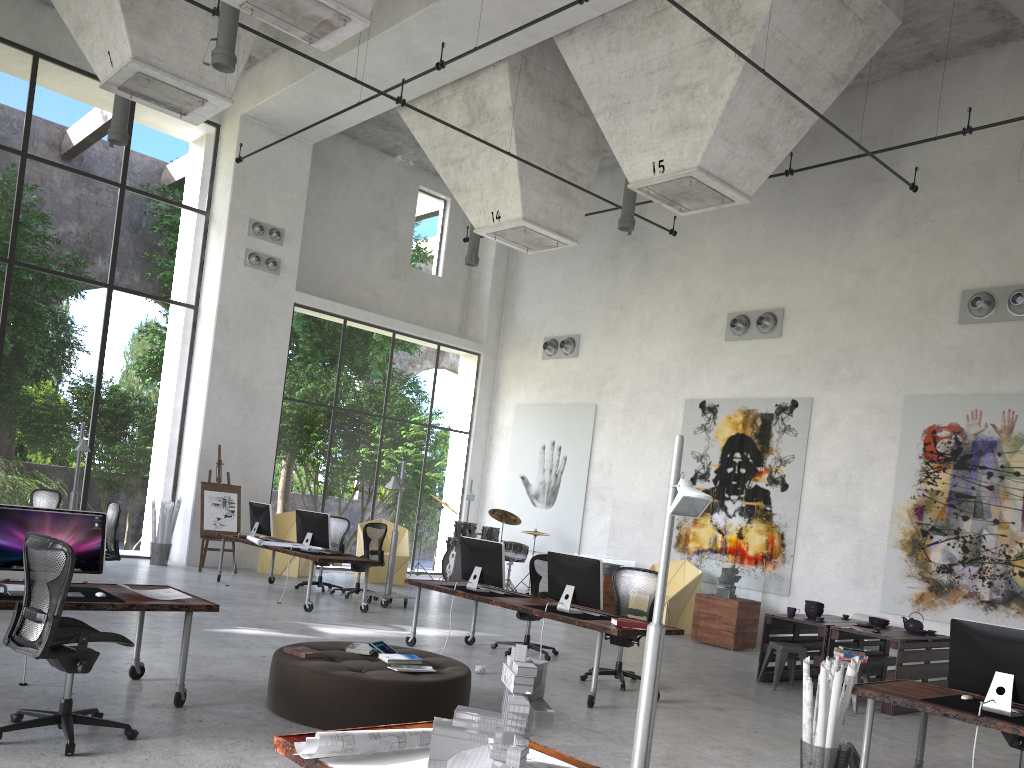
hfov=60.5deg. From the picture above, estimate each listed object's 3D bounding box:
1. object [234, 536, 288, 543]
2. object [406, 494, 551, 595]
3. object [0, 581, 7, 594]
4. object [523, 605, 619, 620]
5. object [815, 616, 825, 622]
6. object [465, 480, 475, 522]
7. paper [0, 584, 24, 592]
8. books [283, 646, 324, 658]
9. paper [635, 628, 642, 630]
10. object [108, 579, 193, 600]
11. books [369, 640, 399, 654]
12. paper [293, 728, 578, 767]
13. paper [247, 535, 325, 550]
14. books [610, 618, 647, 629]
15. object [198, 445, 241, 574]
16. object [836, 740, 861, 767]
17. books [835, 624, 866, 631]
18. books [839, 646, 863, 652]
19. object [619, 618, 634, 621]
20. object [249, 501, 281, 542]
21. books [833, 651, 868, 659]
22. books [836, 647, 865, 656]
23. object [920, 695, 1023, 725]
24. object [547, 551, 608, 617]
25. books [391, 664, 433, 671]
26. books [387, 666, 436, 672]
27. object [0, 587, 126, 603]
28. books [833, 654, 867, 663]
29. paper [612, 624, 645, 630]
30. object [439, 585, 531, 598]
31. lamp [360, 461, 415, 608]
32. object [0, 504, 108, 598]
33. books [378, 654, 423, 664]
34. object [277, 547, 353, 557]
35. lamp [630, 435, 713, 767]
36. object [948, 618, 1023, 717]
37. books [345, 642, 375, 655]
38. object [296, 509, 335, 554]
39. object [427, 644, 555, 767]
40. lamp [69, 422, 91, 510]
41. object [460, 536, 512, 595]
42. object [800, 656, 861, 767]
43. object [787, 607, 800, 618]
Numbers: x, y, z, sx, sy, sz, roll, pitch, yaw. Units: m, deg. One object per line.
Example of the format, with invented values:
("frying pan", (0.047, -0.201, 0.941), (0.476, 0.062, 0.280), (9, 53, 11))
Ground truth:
("object", (-3.770, 2.367, 13.308), (0.696, 0.008, 0.846), (14, -10, -40))
("object", (-0.551, 3.121, 16.970), (2.955, 1.738, 1.905), (3, -6, 32))
("object", (-3.184, 1.261, 5.409), (0.123, 0.100, 0.088), (8, -4, -13))
("object", (0.619, 2.209, 8.469), (0.696, 0.008, 0.846), (14, -10, -40))
("object", (3.483, 2.656, 9.909), (0.116, 0.056, 0.139), (3, -8, 33))
("object", (-0.974, 3.076, 18.441), (0.581, 2.148, 0.596), (7, -1, -7))
("paper", (-3.325, 1.346, 5.787), (0.489, 0.001, 0.428), (12, -9, -31))
("books", (-1.538, 1.978, 6.480), (0.253, 0.032, 0.177), (0, -10, 39))
("paper", (1.064, 2.175, 7.893), (0.289, 0.001, 0.213), (2, -9, 30))
("object", (-2.566, 1.453, 6.221), (0.475, 0.085, 0.434), (13, -10, -38))
("books", (-0.999, 2.072, 6.855), (0.203, 0.102, 0.146), (3, -7, 33))
("paper", (-0.034, 1.300, 2.930), (1.071, 0.104, 0.988), (-1, -11, 43))
("paper", (-3.304, 2.308, 12.827), (1.086, 0.104, 0.975), (12, -9, -32))
("books", (1.044, 2.142, 7.866), (0.286, 0.052, 0.204), (8, -8, -10))
("object", (-4.956, 2.091, 14.813), (0.700, 2.139, 0.680), (8, -1, -41))
("object", (2.293, 2.661, 6.226), (0.397, 0.298, 0.297), (7, -4, 1))
("books", (3.703, 2.656, 9.621), (0.303, 0.030, 0.226), (5, -8, 16))
("books", (3.544, 2.770, 9.181), (0.204, 0.025, 0.145), (6, -8, 4))
("object", (1.035, 2.110, 7.864), (0.148, 0.011, 0.011), (5, -5, 16))
("object", (-3.740, 2.085, 13.308), (0.381, 0.551, 0.712), (9, -5, -40))
("books", (3.536, 2.831, 9.179), (0.285, 0.033, 0.199), (8, -8, -11))
("books", (3.536, 2.798, 9.183), (0.253, 0.032, 0.177), (6, -8, 9))
("object", (3.181, 2.117, 5.645), (0.696, 0.008, 0.846), (14, -10, -40))
("object", (0.650, 1.927, 8.469), (0.381, 0.551, 0.712), (9, -5, -40))
("books", (-0.730, 2.061, 6.387), (0.302, 0.040, 0.221), (8, -8, -7))
("books", (-0.727, 2.065, 6.361), (0.303, 0.031, 0.220), (11, -9, -27))
("object", (-3.075, 1.382, 5.787), (0.859, 0.008, 0.685), (14, -11, -40))
("books", (3.532, 2.865, 9.179), (0.284, 0.035, 0.199), (6, -8, 4))
("paper", (1.064, 2.176, 7.893), (0.289, 0.001, 0.213), (4, -9, 20))
("object", (-0.298, 2.242, 9.480), (0.696, 0.008, 0.846), (14, -10, -40))
("lamp", (-1.725, 2.203, 12.963), (0.602, 2.148, 0.575), (8, -1, -42))
("object", (-3.042, 1.101, 5.791), (0.722, 0.551, 0.375), (11, -5, -40))
("books", (-0.843, 2.078, 6.643), (0.287, 0.033, 0.197), (11, -9, -29))
("object", (-2.730, 2.329, 12.161), (0.844, 0.008, 0.697), (0, -10, 39))
("lamp", (0.782, 1.344, 4.771), (0.582, 2.148, 0.594), (7, -1, -17))
("object", (3.211, 1.835, 5.646), (0.381, 0.551, 0.712), (9, -5, -40))
("books", (-1.174, 2.070, 6.874), (0.197, 0.035, 0.287), (6, -8, 4))
("object", (-2.699, 2.048, 12.161), (0.711, 0.551, 0.381), (3, -5, 40))
("object", (-0.076, 1.109, 2.946), (0.361, 0.519, 0.496), (7, -4, -6))
("lamp", (-6.481, 1.637, 13.005), (0.585, 2.148, 0.592), (8, -1, -42))
("object", (-0.267, 1.960, 9.480), (0.381, 0.551, 0.712), (9, -5, -40))
("object", (2.152, 2.304, 6.031), (0.322, 0.935, 0.340), (7, -1, -24))
("object", (3.215, 2.619, 10.064), (0.129, 0.109, 0.102), (3, -5, 39))
